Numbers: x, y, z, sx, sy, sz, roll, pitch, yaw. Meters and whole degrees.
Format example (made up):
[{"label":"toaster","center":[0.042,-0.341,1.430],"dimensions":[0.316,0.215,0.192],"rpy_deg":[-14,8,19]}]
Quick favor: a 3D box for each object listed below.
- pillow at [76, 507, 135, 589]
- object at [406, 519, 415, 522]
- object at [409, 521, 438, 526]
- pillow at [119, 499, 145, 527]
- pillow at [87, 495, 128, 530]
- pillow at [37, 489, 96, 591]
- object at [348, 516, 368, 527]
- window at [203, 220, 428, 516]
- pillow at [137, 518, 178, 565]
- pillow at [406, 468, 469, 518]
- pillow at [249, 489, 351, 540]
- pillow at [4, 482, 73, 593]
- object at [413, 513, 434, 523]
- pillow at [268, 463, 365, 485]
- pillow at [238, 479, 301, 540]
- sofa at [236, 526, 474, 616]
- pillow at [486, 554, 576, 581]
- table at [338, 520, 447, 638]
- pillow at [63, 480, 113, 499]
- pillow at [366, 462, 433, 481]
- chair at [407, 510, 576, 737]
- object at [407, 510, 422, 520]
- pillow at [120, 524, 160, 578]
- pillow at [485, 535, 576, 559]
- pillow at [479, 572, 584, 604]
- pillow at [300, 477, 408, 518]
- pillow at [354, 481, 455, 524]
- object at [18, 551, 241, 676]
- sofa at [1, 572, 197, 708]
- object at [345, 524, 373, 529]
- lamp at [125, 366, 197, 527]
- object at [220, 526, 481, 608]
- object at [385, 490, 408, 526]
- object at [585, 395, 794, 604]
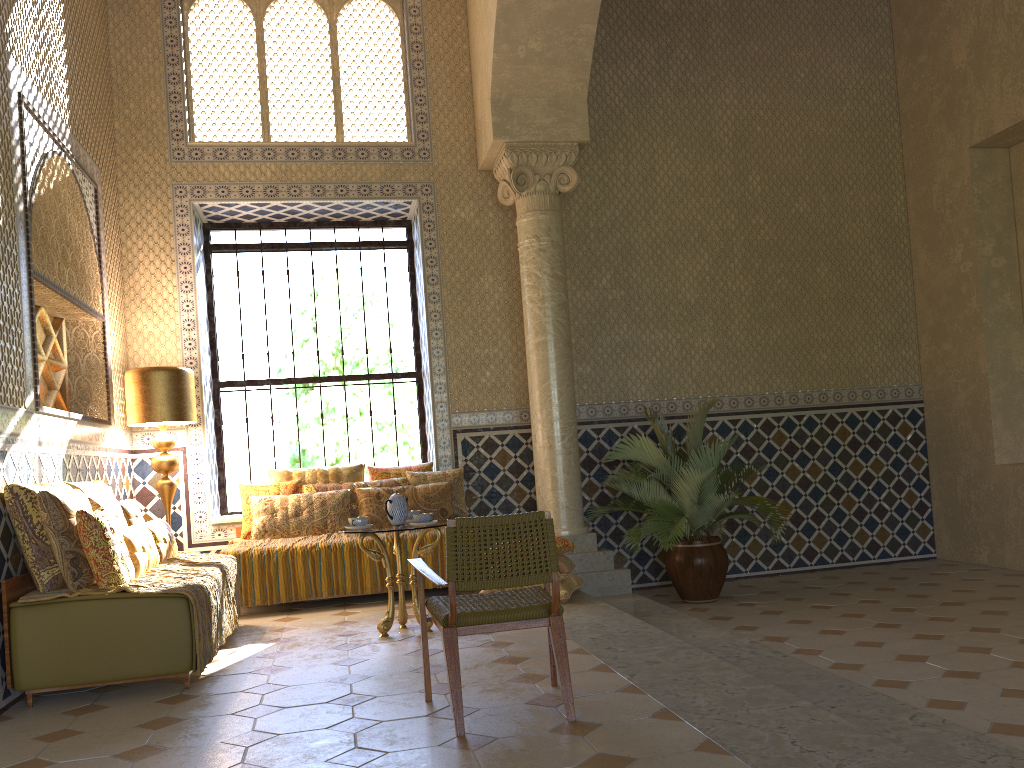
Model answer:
[{"label":"pillow","center":[-3.065,1.259,6.721],"dimensions":[0.344,0.650,0.687],"rpy_deg":[-4,-3,-12]},{"label":"object","center":[-0.962,1.313,8.533],"dimensions":[0.255,0.032,0.257],"rpy_deg":[-1,-6,-33]},{"label":"object","center":[-0.790,1.249,7.921],"dimensions":[0.255,0.032,0.257],"rpy_deg":[-3,-5,-15]},{"label":"pillow","center":[-3.581,1.400,8.340],"dimensions":[0.313,0.636,0.684],"rpy_deg":[-4,-3,-11]},{"label":"pillow","center":[-3.424,1.294,7.554],"dimensions":[0.340,0.692,0.743],"rpy_deg":[-4,-3,-11]},{"label":"pillow","center":[-3.356,1.192,6.811],"dimensions":[0.383,0.779,0.837],"rpy_deg":[-4,-3,-11]},{"label":"object","center":[-1.401,1.268,8.085],"dimensions":[0.183,0.100,0.183],"rpy_deg":[-2,-5,-30]},{"label":"window","center":[-5.353,-0.132,11.303],"dimensions":[8.476,3.984,0.575],"rpy_deg":[-3,-2,-15]},{"label":"pillow","center":[-3.378,1.520,8.424],"dimensions":[0.271,0.449,0.986],"rpy_deg":[-4,-4,-12]},{"label":"pillow","center":[-0.926,1.407,11.024],"dimensions":[0.740,0.692,0.341],"rpy_deg":[-3,-2,-11]},{"label":"pillow","center":[-2.482,1.556,10.459],"dimensions":[1.190,0.546,0.330],"rpy_deg":[-3,-3,-12]},{"label":"pillow","center":[-3.599,1.183,6.991],"dimensions":[0.422,0.830,1.196],"rpy_deg":[-4,-4,-12]},{"label":"object","center":[-0.792,1.212,7.922],"dimensions":[0.183,0.100,0.184],"rpy_deg":[-3,-4,-15]},{"label":"pillow","center":[-2.389,1.428,10.952],"dimensions":[1.191,0.831,0.423],"rpy_deg":[-3,-2,-12]},{"label":"pillow","center":[-2.889,1.512,10.623],"dimensions":[0.740,0.692,0.341],"rpy_deg":[-3,-2,-11]},{"label":"sofa","center":[-1.864,2.090,10.534],"dimensions":[2.847,0.936,1.278],"rpy_deg":[-3,-4,-12]},{"label":"pillow","center":[0.191,2.008,9.591],"dimensions":[0.932,0.347,0.882],"rpy_deg":[-5,-4,9]},{"label":"table","center":[-1.015,1.790,8.140],"dimensions":[1.102,0.979,1.102],"rpy_deg":[-5,-4,18]},{"label":"pillow","center":[-3.835,1.297,8.163],"dimensions":[0.422,0.830,1.196],"rpy_deg":[-4,-4,-12]},{"label":"pillow","center":[-1.385,1.408,11.214],"dimensions":[0.855,0.799,0.394],"rpy_deg":[-3,-2,-11]},{"label":"chair","center":[-0.113,1.387,5.452],"dimensions":[0.950,1.207,0.909],"rpy_deg":[-3,-3,-12]},{"label":"object","center":[-0.965,1.275,8.534],"dimensions":[0.183,0.100,0.183],"rpy_deg":[-2,-4,-23]},{"label":"pillow","center":[-3.193,1.430,7.506],"dimensions":[0.271,0.449,0.986],"rpy_deg":[-4,-4,-12]},{"label":"pillow","center":[0.193,1.798,9.592],"dimensions":[0.805,0.310,0.748],"rpy_deg":[-6,-5,22]},{"label":"pillow","center":[0.221,2.208,9.599],"dimensions":[0.992,0.367,1.044],"rpy_deg":[-5,-5,13]},{"label":"pillow","center":[-1.896,1.488,10.804],"dimensions":[1.340,0.614,0.371],"rpy_deg":[-3,-3,-12]},{"label":"pillow","center":[-1.284,1.492,10.704],"dimensions":[1.190,0.546,0.330],"rpy_deg":[-3,-3,-12]},{"label":"object","center":[-3.127,1.932,7.675],"dimensions":[1.313,0.716,2.896],"rpy_deg":[-3,-5,-11]},{"label":"sofa","center":[-3.189,1.945,7.675],"dimensions":[1.272,0.935,2.860],"rpy_deg":[-3,-5,-12]},{"label":"object","center":[-1.399,1.306,8.085],"dimensions":[0.255,0.032,0.257],"rpy_deg":[-1,-6,-33]},{"label":"lamp","center":[-3.918,1.236,10.054],"dimensions":[0.736,2.809,0.739],"rpy_deg":[-2,-2,-43]},{"label":"object","center":[-1.891,2.078,10.465],"dimensions":[2.883,0.716,1.319],"rpy_deg":[-3,-4,-11]},{"label":"object","center":[-1.065,1.146,8.198],"dimensions":[0.272,0.323,0.199],"rpy_deg":[-3,-3,-22]},{"label":"object","center":[2.300,1.391,10.806],"dimensions":[2.639,2.497,2.172],"rpy_deg":[-3,-3,-25]}]
